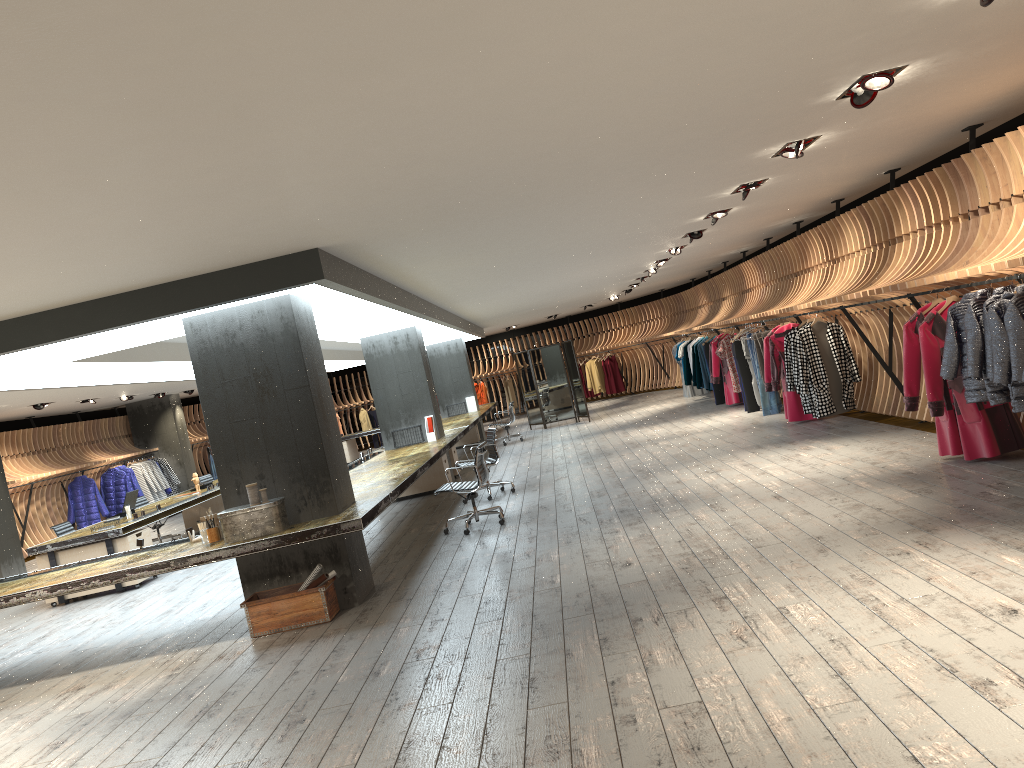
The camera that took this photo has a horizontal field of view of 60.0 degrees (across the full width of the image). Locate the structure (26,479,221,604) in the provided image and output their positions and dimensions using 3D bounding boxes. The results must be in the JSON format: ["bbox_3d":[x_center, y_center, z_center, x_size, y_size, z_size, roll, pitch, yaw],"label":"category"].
[{"bbox_3d":[-4.828,1.974,15.548,1.162,0.844,10.454,-13,1,3],"label":"structure"}]

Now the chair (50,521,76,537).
[{"bbox_3d":[-5.731,2.238,11.946,0.668,0.859,0.693,-13,0,-11],"label":"chair"}]

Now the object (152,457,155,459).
[{"bbox_3d":[-8.752,1.852,21.686,0.517,0.313,0.012,-13,0,2],"label":"object"}]

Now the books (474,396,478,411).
[{"bbox_3d":[-0.963,0.487,21.204,0.215,0.368,0.047,-13,0,2],"label":"books"}]

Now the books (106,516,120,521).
[{"bbox_3d":[-5.332,1.795,11.826,0.186,0.027,0.112,-13,1,-13],"label":"books"}]

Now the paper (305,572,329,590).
[{"bbox_3d":[-1.678,1.666,6.808,0.722,0.365,0.047,-12,0,22],"label":"paper"}]

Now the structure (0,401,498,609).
[{"bbox_3d":[-3.045,1.580,15.259,4.835,0.844,18.481,-13,1,3],"label":"structure"}]

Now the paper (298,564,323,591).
[{"bbox_3d":[-1.647,1.631,6.771,0.572,0.460,0.043,-12,0,20],"label":"paper"}]

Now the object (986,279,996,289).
[{"bbox_3d":[3.517,-0.662,6.487,0.440,0.226,0.010,-13,0,-8],"label":"object"}]

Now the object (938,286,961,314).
[{"bbox_3d":[3.564,-0.649,7.133,0.523,0.291,0.015,-12,0,12],"label":"object"}]

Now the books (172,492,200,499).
[{"bbox_3d":[-4.990,1.700,13.540,0.365,0.026,0.213,-12,1,13],"label":"books"}]

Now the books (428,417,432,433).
[{"bbox_3d":[-1.237,0.688,13.642,0.048,0.368,0.215,-13,0,3],"label":"books"}]

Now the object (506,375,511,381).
[{"bbox_3d":[-0.119,-0.231,28.202,0.012,0.270,0.526,-13,1,23],"label":"object"}]

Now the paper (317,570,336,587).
[{"bbox_3d":[-1.637,1.655,6.830,0.625,0.290,0.041,-13,0,-16],"label":"paper"}]

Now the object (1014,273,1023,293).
[{"bbox_3d":[3.485,-0.642,6.035,0.439,0.226,0.010,-12,0,27],"label":"object"}]

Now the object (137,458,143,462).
[{"bbox_3d":[-8.776,1.863,20.962,0.517,0.313,0.012,-13,0,2],"label":"object"}]

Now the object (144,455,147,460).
[{"bbox_3d":[-8.822,1.846,21.342,0.525,0.270,0.012,-13,0,2],"label":"object"}]

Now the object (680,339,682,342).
[{"bbox_3d":[4.069,-1.037,21.030,0.524,0.270,0.012,-12,0,17],"label":"object"}]

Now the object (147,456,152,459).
[{"bbox_3d":[-8.756,1.859,21.498,0.516,0.316,0.012,-13,0,2],"label":"object"}]

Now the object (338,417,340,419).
[{"bbox_3d":[-5.502,0.981,27.738,0.012,0.270,0.524,-13,1,-33],"label":"object"}]

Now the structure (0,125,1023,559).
[{"bbox_3d":[-2.754,0.706,11.164,14.879,2.440,36.565,-13,1,3],"label":"structure"}]

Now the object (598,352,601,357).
[{"bbox_3d":[2.579,-0.804,26.237,0.012,0.270,0.526,-13,1,42],"label":"object"}]

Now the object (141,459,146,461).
[{"bbox_3d":[-8.769,1.858,21.140,0.517,0.313,0.012,-13,0,2],"label":"object"}]

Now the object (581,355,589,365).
[{"bbox_3d":[2.249,-0.733,26.638,0.526,0.270,0.012,-13,0,-33],"label":"object"}]

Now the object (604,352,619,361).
[{"bbox_3d":[2.885,-0.861,25.845,0.526,0.270,0.012,-13,0,-23],"label":"object"}]

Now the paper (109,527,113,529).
[{"bbox_3d":[-4.844,1.730,10.581,0.176,0.004,0.130,-12,1,9],"label":"paper"}]

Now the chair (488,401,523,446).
[{"bbox_3d":[-0.173,0.858,18.935,0.667,0.859,0.693,-13,0,-1],"label":"chair"}]

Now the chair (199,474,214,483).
[{"bbox_3d":[-5.488,2.092,16.752,0.667,0.859,0.693,-13,0,-1],"label":"chair"}]

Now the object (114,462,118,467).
[{"bbox_3d":[-8.833,1.886,19.822,0.523,0.291,0.012,-13,0,2],"label":"object"}]

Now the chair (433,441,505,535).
[{"bbox_3d":[-0.492,1.110,9.440,0.667,0.859,0.693,-13,0,-1],"label":"chair"}]

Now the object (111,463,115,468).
[{"bbox_3d":[-8.870,1.902,19.683,0.523,0.292,0.012,-13,0,2],"label":"object"}]

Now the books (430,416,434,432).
[{"bbox_3d":[-1.216,0.683,13.641,0.048,0.368,0.215,-13,0,3],"label":"books"}]

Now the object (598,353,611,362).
[{"bbox_3d":[2.733,-0.831,26.056,0.526,0.270,0.012,-13,0,-23],"label":"object"}]

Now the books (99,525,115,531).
[{"bbox_3d":[-4.841,1.717,10.577,0.155,0.025,0.110,-13,1,-3],"label":"books"}]

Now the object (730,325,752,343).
[{"bbox_3d":[3.830,-0.863,14.705,0.524,0.270,0.012,-12,1,42],"label":"object"}]

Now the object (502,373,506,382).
[{"bbox_3d":[-0.245,-0.203,28.225,0.012,0.270,0.526,-13,1,18],"label":"object"}]

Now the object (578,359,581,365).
[{"bbox_3d":[2.025,-0.687,26.846,0.012,0.270,0.525,-13,1,-2],"label":"object"}]

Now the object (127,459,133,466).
[{"bbox_3d":[-8.795,1.877,20.464,0.517,0.313,0.012,-13,0,2],"label":"object"}]

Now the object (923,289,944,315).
[{"bbox_3d":[3.566,-0.665,7.406,0.524,0.270,0.012,-12,0,32],"label":"object"}]

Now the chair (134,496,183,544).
[{"bbox_3d":[-5.623,2.172,14.110,0.668,0.859,0.693,-13,0,-6],"label":"chair"}]

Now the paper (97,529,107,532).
[{"bbox_3d":[-4.856,1.737,10.577,0.176,0.003,0.130,-13,1,1],"label":"paper"}]

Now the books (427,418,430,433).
[{"bbox_3d":[-1.259,0.693,13.642,0.048,0.368,0.215,-13,0,3],"label":"books"}]

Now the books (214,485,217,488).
[{"bbox_3d":[-4.613,1.602,13.944,0.155,0.025,0.110,-13,1,-3],"label":"books"}]

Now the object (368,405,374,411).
[{"bbox_3d":[-4.461,0.740,28.221,0.524,0.270,0.012,-12,0,37],"label":"object"}]

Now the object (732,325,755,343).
[{"bbox_3d":[3.830,-0.859,14.492,0.525,0.270,0.012,-13,0,2],"label":"object"}]

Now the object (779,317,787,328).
[{"bbox_3d":[3.752,-0.795,12.218,0.524,0.270,0.012,-12,0,22],"label":"object"}]

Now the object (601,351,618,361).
[{"bbox_3d":[2.832,-0.851,25.930,0.525,0.270,0.012,-13,0,2],"label":"object"}]

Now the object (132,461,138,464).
[{"bbox_3d":[-8.786,1.870,20.699,0.517,0.313,0.012,-13,0,2],"label":"object"}]

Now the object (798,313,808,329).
[{"bbox_3d":[3.708,-0.766,11.159,0.524,0.270,0.012,-12,0,22],"label":"object"}]

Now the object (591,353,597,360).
[{"bbox_3d":[2.446,-0.777,26.412,0.525,0.270,0.012,-13,0,2],"label":"object"}]

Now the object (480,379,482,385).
[{"bbox_3d":[-0.993,-0.042,28.448,0.012,0.270,0.524,-13,1,-17],"label":"object"}]

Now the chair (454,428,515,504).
[{"bbox_3d":[-0.418,1.054,11.516,0.668,0.859,0.692,-13,1,-21],"label":"chair"}]

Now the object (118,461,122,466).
[{"bbox_3d":[-8.844,1.876,20.002,0.525,0.270,0.012,-13,0,2],"label":"object"}]

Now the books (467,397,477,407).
[{"bbox_3d":[-0.965,0.488,21.162,0.215,0.368,0.075,-13,0,2],"label":"books"}]

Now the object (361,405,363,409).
[{"bbox_3d":[-4.746,0.807,28.117,0.012,0.270,0.524,-13,1,-33],"label":"object"}]

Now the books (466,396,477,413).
[{"bbox_3d":[-0.966,0.489,21.134,0.215,0.368,0.073,-13,0,2],"label":"books"}]

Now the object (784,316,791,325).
[{"bbox_3d":[3.705,-0.779,11.897,0.524,0.270,0.012,-12,0,32],"label":"object"}]

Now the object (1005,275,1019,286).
[{"bbox_3d":[3.521,-0.651,6.191,0.438,0.242,0.016,-12,0,27],"label":"object"}]

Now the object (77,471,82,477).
[{"bbox_3d":[-8.911,1.924,18.291,0.525,0.270,0.012,-13,0,2],"label":"object"}]

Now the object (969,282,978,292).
[{"bbox_3d":[3.524,-0.668,6.724,0.010,0.226,0.439,-13,1,-38],"label":"object"}]
